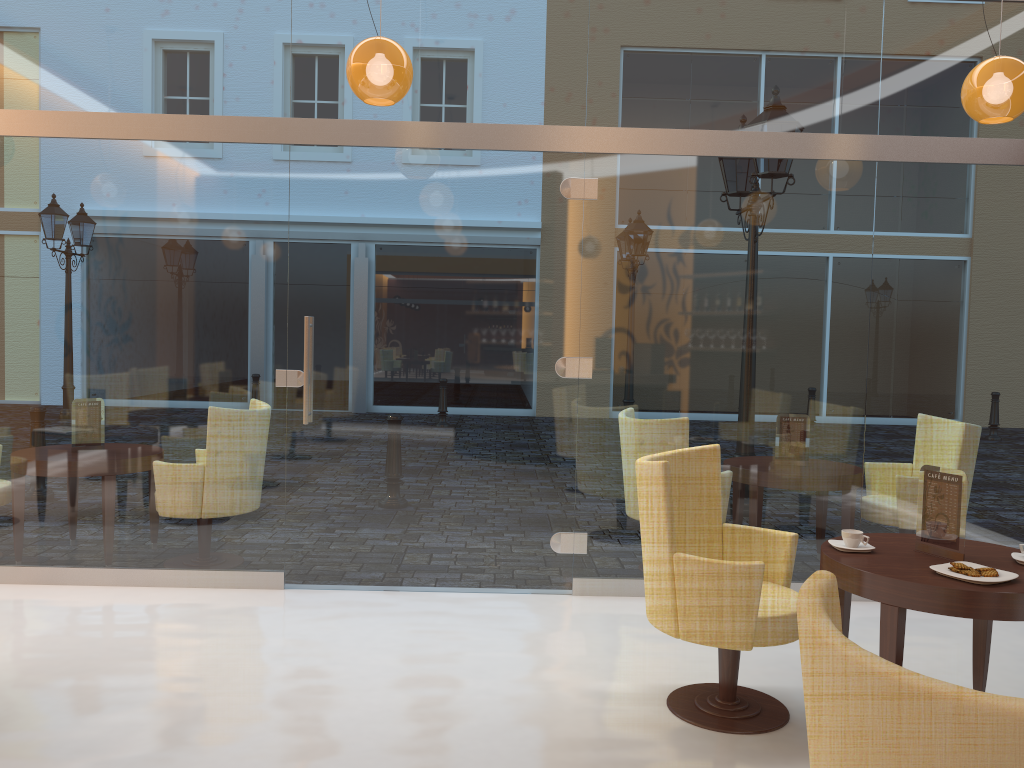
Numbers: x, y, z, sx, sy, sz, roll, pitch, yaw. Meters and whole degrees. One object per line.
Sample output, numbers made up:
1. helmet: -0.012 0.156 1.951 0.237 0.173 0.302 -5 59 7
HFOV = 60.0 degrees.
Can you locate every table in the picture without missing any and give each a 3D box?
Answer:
1. table: 1.600 0.988 3.313 0.874 0.679 0.872 -1 4 -44

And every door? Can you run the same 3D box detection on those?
1. door: -0.444 -0.062 5.000 1.640 2.499 0.020 1 3 -1

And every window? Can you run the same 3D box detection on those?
1. window: -0.431 -0.561 4.975 8.200 3.380 0.040 1 3 -1

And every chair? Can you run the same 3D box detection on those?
1. chair: 0.838 0.893 1.490 0.685 1.017 0.729 0 3 -23
2. chair: 0.829 0.787 3.546 0.685 1.017 0.729 3 3 31

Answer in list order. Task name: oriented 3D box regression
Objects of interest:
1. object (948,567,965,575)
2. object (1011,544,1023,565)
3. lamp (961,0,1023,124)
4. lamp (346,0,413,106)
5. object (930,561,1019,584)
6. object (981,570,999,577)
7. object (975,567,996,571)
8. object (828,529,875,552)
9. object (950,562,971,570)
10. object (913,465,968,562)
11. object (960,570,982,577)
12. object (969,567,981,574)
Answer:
1. object: 1.539 0.644 3.059 0.051 0.018 0.054 -1 4 -43
2. object: 1.925 0.625 3.257 0.153 0.069 0.153 3 3 21
3. lamp: 2.221 -1.946 3.996 0.299 1.500 0.299 0 4 -33
4. lamp: -0.578 -2.015 3.948 0.299 1.500 0.299 0 3 -27
5. object: 1.587 0.652 3.051 0.234 0.020 0.234 0 3 -30
6. object: 1.628 0.646 3.022 0.052 0.018 0.055 3 3 23
7. object: 1.638 0.642 3.067 0.051 0.018 0.054 1 3 -3
8. object: 1.308 0.601 3.415 0.153 0.069 0.153 1 3 -1
9. object: 1.560 0.634 3.087 0.052 0.016 0.055 1 3 -2
10. object: 1.612 0.480 3.330 0.042 0.335 0.209 0 3 -26
11. object: 1.562 0.646 3.019 0.053 0.014 0.055 1 3 -18
12. object: 1.591 0.647 3.079 0.051 0.018 0.054 1 3 -14
